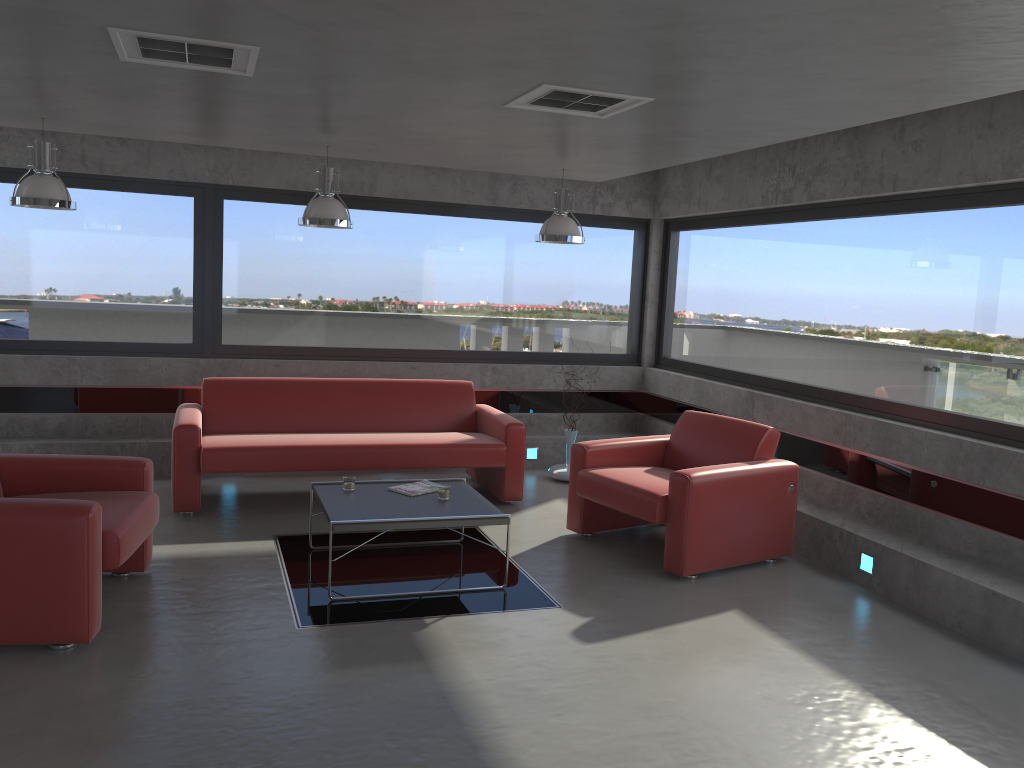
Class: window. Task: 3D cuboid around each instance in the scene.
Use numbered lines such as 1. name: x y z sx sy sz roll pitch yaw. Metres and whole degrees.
1. window: 2.322 -0.637 6.840 0.003 1.364 4.583 1 7 -19
2. window: -2.419 -0.986 7.796 7.800 1.364 0.003 1 7 -19

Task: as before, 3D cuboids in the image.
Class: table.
1. table: -0.651 0.900 5.355 1.018 0.436 0.994 1 7 -19

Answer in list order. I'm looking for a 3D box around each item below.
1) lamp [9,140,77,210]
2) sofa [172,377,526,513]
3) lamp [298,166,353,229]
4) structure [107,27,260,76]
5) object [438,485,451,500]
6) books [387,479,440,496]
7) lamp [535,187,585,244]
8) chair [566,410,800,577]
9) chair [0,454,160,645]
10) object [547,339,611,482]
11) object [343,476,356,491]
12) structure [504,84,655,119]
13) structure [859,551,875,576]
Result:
1. lamp: -3.019 -1.351 5.714 0.388 0.422 0.389 1 7 -19
2. sofa: -1.270 0.432 7.003 2.626 0.854 1.120 1 7 -19
3. lamp: -1.319 -1.332 6.306 0.388 0.422 0.389 1 7 -19
4. structure: -1.370 -1.511 3.738 0.563 0.240 0.563 1 7 -19
5. object: -0.415 0.660 5.403 0.079 0.077 0.079 2 7 -11
6. books: -0.589 0.656 5.609 0.228 0.022 0.326 8 8 40
7. lamp: 0.380 -1.313 6.898 0.389 0.422 0.388 -1 7 -30
8. chair: 1.115 0.663 6.032 1.130 0.854 1.196 -1 8 -34
9. chair: -2.429 0.664 4.432 1.130 0.854 1.196 2 7 -9
10. object: 0.575 0.225 8.051 0.466 1.289 0.531 2 7 -7
11. object: -1.012 0.618 5.508 0.079 0.077 0.079 -2 8 -36
12. structure: 0.320 -1.492 4.326 0.563 0.240 0.563 1 7 -19
13. structure: 2.177 1.100 5.441 0.004 0.123 0.123 1 7 -19
